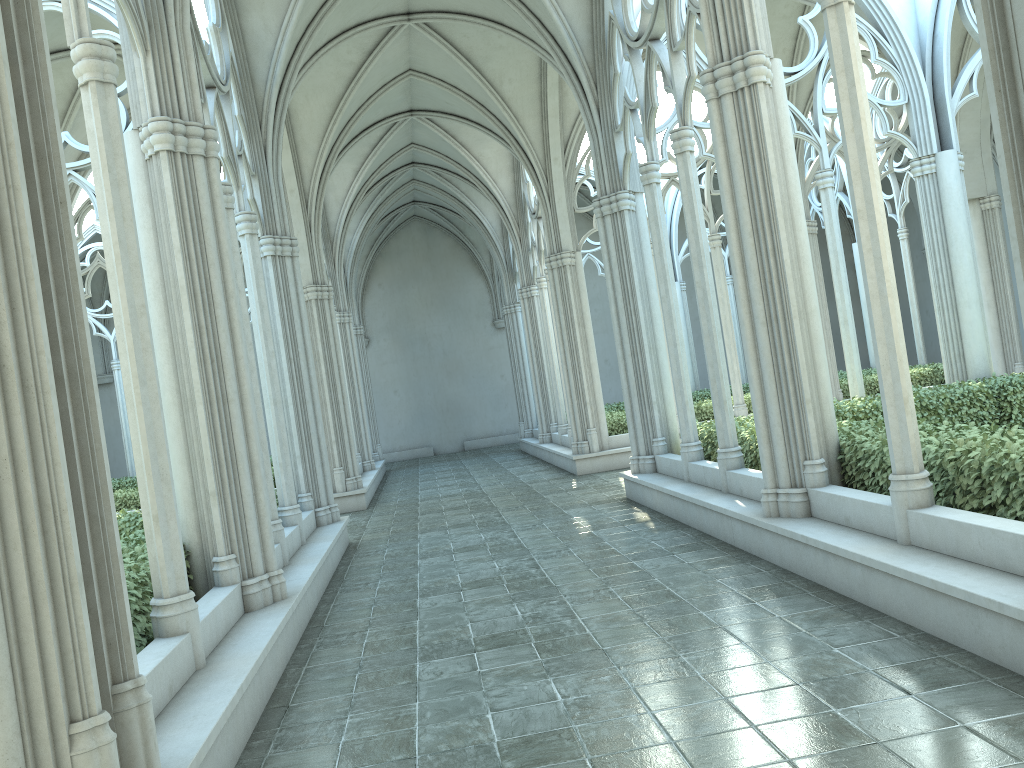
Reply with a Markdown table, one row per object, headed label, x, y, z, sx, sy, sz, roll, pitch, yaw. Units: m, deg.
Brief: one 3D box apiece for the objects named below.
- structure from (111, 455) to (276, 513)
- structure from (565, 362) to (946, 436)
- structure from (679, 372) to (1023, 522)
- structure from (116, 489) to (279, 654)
| label | x | y | z | sx | sy | sz | roll | pitch | yaw |
| --- | --- | --- | --- | --- | --- | --- | --- | --- | --- |
| structure | -7.687 | 2.489 | 19.785 | 7.995 | 0.963 | 8.018 | -8 | 0 | -6 |
| structure | 5.187 | 0.588 | 21.165 | 7.995 | 0.963 | 8.018 | -8 | 0 | -6 |
| structure | 6.531 | 0.284 | 8.173 | 7.995 | 0.963 | 8.018 | -8 | 0 | -6 |
| structure | -6.333 | 2.184 | 6.794 | 7.995 | 0.963 | 8.018 | -8 | 0 | -6 |
